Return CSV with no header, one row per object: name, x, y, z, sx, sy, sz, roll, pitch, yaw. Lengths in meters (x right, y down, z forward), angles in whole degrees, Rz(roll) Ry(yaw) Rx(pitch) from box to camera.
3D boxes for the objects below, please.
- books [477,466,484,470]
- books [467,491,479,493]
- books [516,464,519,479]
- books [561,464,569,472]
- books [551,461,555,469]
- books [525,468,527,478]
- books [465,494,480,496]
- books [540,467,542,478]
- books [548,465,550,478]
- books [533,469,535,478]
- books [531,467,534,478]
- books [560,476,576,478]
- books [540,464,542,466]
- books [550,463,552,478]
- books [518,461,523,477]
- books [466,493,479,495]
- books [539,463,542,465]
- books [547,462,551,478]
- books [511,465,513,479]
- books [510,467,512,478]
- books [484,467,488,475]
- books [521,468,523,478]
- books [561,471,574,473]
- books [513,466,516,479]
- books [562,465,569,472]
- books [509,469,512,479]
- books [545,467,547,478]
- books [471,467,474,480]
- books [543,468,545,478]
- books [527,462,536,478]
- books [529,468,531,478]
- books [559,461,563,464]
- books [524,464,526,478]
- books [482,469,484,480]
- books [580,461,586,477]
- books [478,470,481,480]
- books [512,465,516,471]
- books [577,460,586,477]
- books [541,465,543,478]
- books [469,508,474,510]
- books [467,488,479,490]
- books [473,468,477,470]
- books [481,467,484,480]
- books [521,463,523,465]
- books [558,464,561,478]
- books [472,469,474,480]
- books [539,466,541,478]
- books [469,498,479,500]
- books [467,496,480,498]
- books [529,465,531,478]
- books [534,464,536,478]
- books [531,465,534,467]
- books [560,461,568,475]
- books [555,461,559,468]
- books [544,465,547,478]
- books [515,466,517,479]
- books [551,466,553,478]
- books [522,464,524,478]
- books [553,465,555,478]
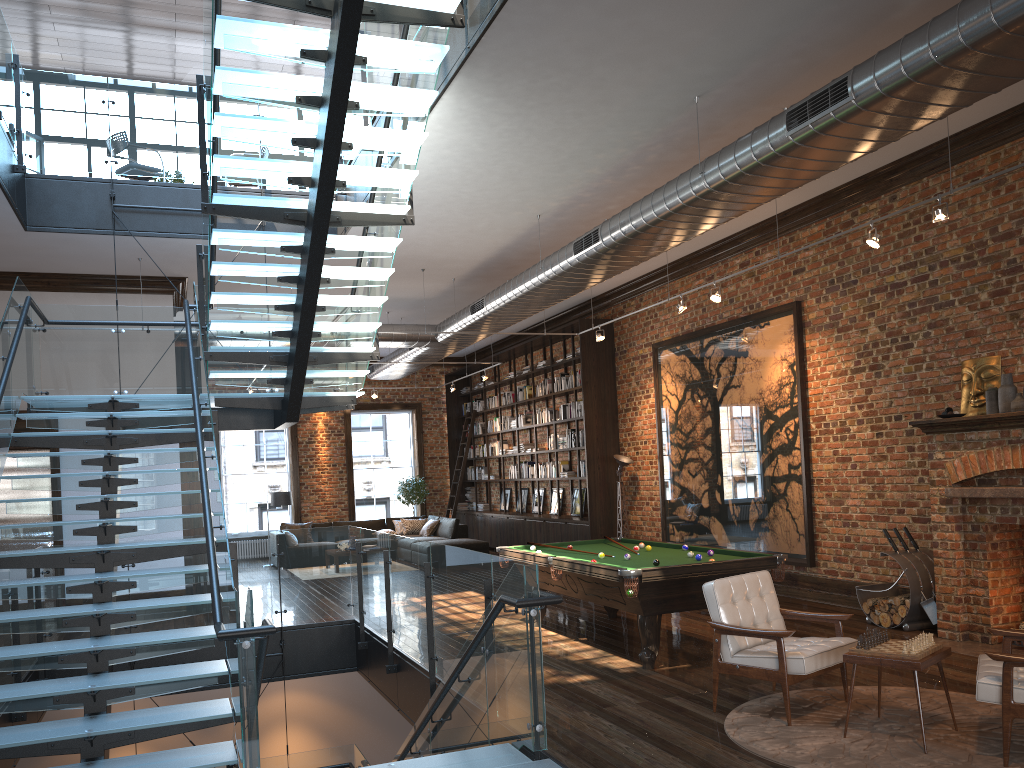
books,-0.703,2.034,20.249,0.165,0.303,0.013,-2,-1,-21
books,-0.909,2.530,20.794,0.203,0.020,0.319,-1,-6,-20
books,0.172,1.762,17.972,0.184,0.300,0.016,-2,-1,-21
books,0.955,1.566,15.986,0.141,0.228,0.032,-2,-1,-21
books,0.809,1.573,16.321,0.177,0.296,0.014,-2,-1,-21
books,0.354,1.752,17.485,0.179,0.205,0.012,-2,-1,-21
books,-0.929,2.599,20.784,0.260,0.028,0.317,-1,-6,-21
books,0.622,1.677,16.830,0.169,0.208,0.028,-2,-1,-21
books,0.763,1.612,16.432,0.191,0.245,0.031,-2,-1,-21
books,0.480,1.731,17.207,0.148,0.181,0.026,-2,-1,-21
books,0.457,1.716,17.230,0.190,0.217,0.033,-2,-1,-21
books,0.994,1.646,15.718,0.159,0.012,0.339,-1,-6,-19
books,0.600,1.649,16.879,0.145,0.275,0.013,-2,-1,-21
books,0.789,1.594,16.364,0.161,0.264,0.033,-2,-1,-21
books,0.193,1.741,17.963,0.139,0.339,0.015,-2,-1,-21
books,-0.929,2.575,20.785,0.240,0.019,0.229,0,-6,-26
books,0.592,1.650,16.928,0.159,0.284,0.014,-2,-1,-21
books,0.727,1.602,16.552,0.151,0.291,0.031,-2,-1,-21
books,0.073,1.805,18.222,0.180,0.274,0.014,-2,-1,-21
books,0.063,1.822,18.277,0.177,0.252,0.071,-2,-1,-21
books,-0.567,2.008,19.951,0.129,0.282,0.030,-2,-1,-21
books,0.242,1.788,17.787,0.174,0.206,0.031,-2,-1,-21
books,0.986,1.562,15.718,0.161,0.012,0.307,-1,-6,-13
books,0.117,1.798,18.097,0.189,0.259,0.027,-2,-1,-21
books,0.970,1.572,15.955,0.136,0.210,0.036,-2,-1,-21
books,0.028,1.860,18.370,0.178,0.204,0.068,-2,-2,-21
books,0.707,1.653,16.574,0.165,0.196,0.027,-2,-1,-21
books,-0.863,2.085,20.673,0.183,0.300,0.015,-2,-1,-21
books,0.674,1.668,16.647,0.174,0.183,0.034,-2,-1,-21
books,0.390,1.685,17.384,0.186,0.316,0.015,-2,-1,-21
books,0.434,1.730,17.301,0.191,0.205,0.025,-2,-1,-21
books,0.922,1.540,16.066,0.149,0.300,0.013,-2,-1,-21
books,0.328,1.721,17.568,0.184,0.288,0.016,-2,-1,-21
books,-0.595,2.040,20.001,0.164,0.231,0.026,-2,-1,-21
books,1.253,1.448,15.139,0.171,0.266,0.038,-2,-1,-21
books,-0.675,2.056,20.129,0.212,0.232,0.019,-2,-1,-21
books,0.103,1.799,18.181,0.181,0.275,0.084,-2,-1,-21
books,1.203,1.454,15.253,0.172,0.283,0.066,-2,-1,-21
books,0.648,1.648,16.745,0.179,0.245,0.032,-2,-1,-21
books,-0.891,2.926,20.793,0.198,0.035,0.219,-1,-6,-18
books,-0.921,2.464,20.791,0.207,0.021,0.248,0,-6,-26
books,-0.809,2.086,20.535,0.159,0.266,0.028,-2,-1,-21
books,-0.629,2.027,20.119,0.159,0.284,0.014,-2,-1,-21
books,0.216,1.746,17.887,0.169,0.311,0.039,-2,-1,-21
books,0.909,1.564,16.032,0.176,0.246,0.039,-2,-1,-21
books,-0.826,2.092,20.579,0.186,0.266,0.035,-2,-1,-21
books,0.600,1.668,16.854,0.167,0.234,0.032,-2,-1,-21
books,-0.901,2.701,20.796,0.183,0.034,0.272,-1,-6,-16
books,-0.908,2.649,20.790,0.209,0.015,0.308,0,-6,-23
books,0.416,1.709,17.344,0.171,0.258,0.013,-2,-1,-21
books,0.514,1.678,17.092,0.158,0.269,0.032,-2,-1,-21
books,0.454,1.699,17.254,0.176,0.256,0.014,-2,-1,-21
books,0.946,1.541,16.008,0.159,0.284,0.014,-2,-1,-21
books,0.858,1.562,16.217,0.137,0.293,0.017,-2,-1,-21
books,0.692,1.638,16.618,0.165,0.237,0.034,-2,-1,-21
books,0.165,1.787,17.992,0.183,0.256,0.029,-2,-1,-21
books,0.817,1.615,16.300,0.183,0.207,0.029,-2,-1,-21
books,0.281,1.737,17.734,0.154,0.293,0.030,-2,-1,-21
books,0.841,1.594,16.233,0.174,0.234,0.027,-2,-1,-21
